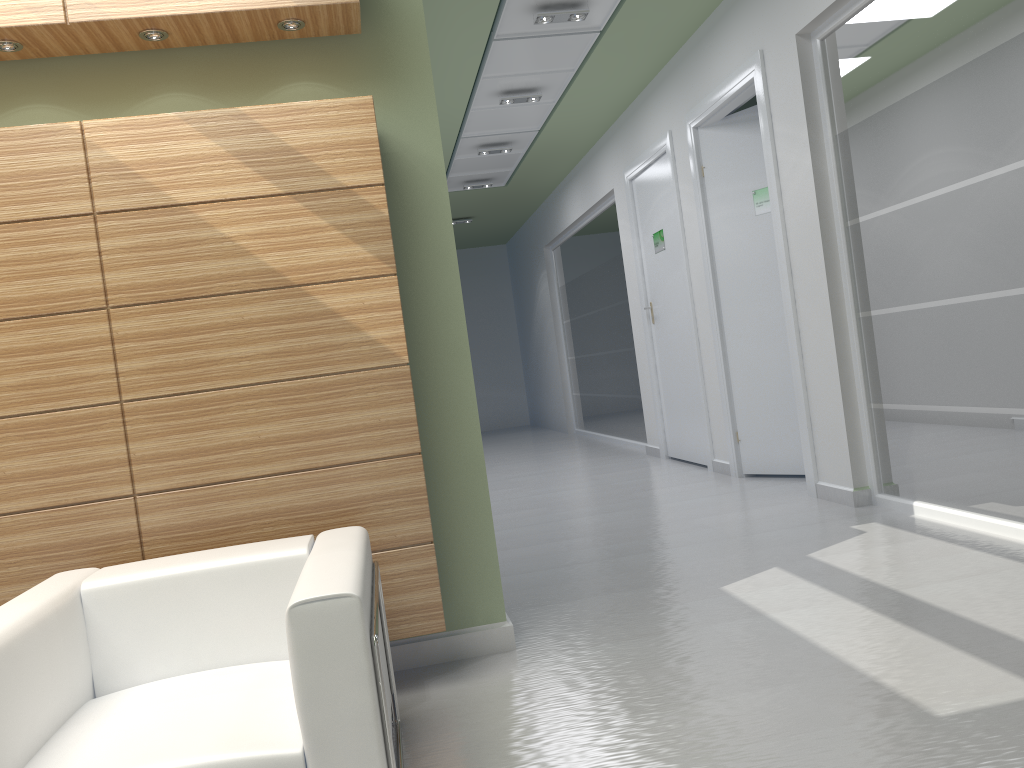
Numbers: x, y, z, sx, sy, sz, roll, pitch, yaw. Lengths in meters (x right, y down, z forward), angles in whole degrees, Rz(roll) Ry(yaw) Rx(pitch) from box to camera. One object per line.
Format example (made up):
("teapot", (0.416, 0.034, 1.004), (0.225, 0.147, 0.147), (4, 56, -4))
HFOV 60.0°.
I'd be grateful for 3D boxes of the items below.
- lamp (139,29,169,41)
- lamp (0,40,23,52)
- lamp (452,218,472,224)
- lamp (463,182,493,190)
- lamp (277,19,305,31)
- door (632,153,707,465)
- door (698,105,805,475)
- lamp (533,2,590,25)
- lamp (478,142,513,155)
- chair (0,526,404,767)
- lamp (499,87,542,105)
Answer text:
("lamp", (-2.348, -2.308, 5.804), (0.181, 0.074, 0.181), (-7, 1, 42))
("lamp", (-3.233, -2.186, 5.671), (0.181, 0.074, 0.181), (-8, 1, -14))
("lamp", (-1.449, -4.553, 24.660), (0.657, 0.159, 0.286), (-8, 1, -8))
("lamp", (-0.787, -4.566, 20.245), (0.657, 0.159, 0.286), (-8, 1, -8))
("lamp", (-1.481, -2.427, 5.934), (0.181, 0.074, 0.181), (-8, 1, -14))
("door", (2.656, -1.193, 15.180), (0.250, 5.083, 2.089), (-8, 1, -8))
("door", (3.705, -1.281, 12.096), (0.134, 5.083, 2.089), (-8, 1, -38))
("lamp", (0.602, -4.592, 10.979), (0.657, 0.159, 0.286), (-8, 1, -8))
("lamp", (-0.335, -4.574, 17.231), (0.657, 0.159, 0.286), (-8, 1, -8))
("chair", (-1.553, 1.566, 4.353), (1.894, 1.234, 1.802), (-8, 1, -8))
("lamp", (0.130, -4.583, 14.132), (0.657, 0.159, 0.286), (-8, 1, -8))
